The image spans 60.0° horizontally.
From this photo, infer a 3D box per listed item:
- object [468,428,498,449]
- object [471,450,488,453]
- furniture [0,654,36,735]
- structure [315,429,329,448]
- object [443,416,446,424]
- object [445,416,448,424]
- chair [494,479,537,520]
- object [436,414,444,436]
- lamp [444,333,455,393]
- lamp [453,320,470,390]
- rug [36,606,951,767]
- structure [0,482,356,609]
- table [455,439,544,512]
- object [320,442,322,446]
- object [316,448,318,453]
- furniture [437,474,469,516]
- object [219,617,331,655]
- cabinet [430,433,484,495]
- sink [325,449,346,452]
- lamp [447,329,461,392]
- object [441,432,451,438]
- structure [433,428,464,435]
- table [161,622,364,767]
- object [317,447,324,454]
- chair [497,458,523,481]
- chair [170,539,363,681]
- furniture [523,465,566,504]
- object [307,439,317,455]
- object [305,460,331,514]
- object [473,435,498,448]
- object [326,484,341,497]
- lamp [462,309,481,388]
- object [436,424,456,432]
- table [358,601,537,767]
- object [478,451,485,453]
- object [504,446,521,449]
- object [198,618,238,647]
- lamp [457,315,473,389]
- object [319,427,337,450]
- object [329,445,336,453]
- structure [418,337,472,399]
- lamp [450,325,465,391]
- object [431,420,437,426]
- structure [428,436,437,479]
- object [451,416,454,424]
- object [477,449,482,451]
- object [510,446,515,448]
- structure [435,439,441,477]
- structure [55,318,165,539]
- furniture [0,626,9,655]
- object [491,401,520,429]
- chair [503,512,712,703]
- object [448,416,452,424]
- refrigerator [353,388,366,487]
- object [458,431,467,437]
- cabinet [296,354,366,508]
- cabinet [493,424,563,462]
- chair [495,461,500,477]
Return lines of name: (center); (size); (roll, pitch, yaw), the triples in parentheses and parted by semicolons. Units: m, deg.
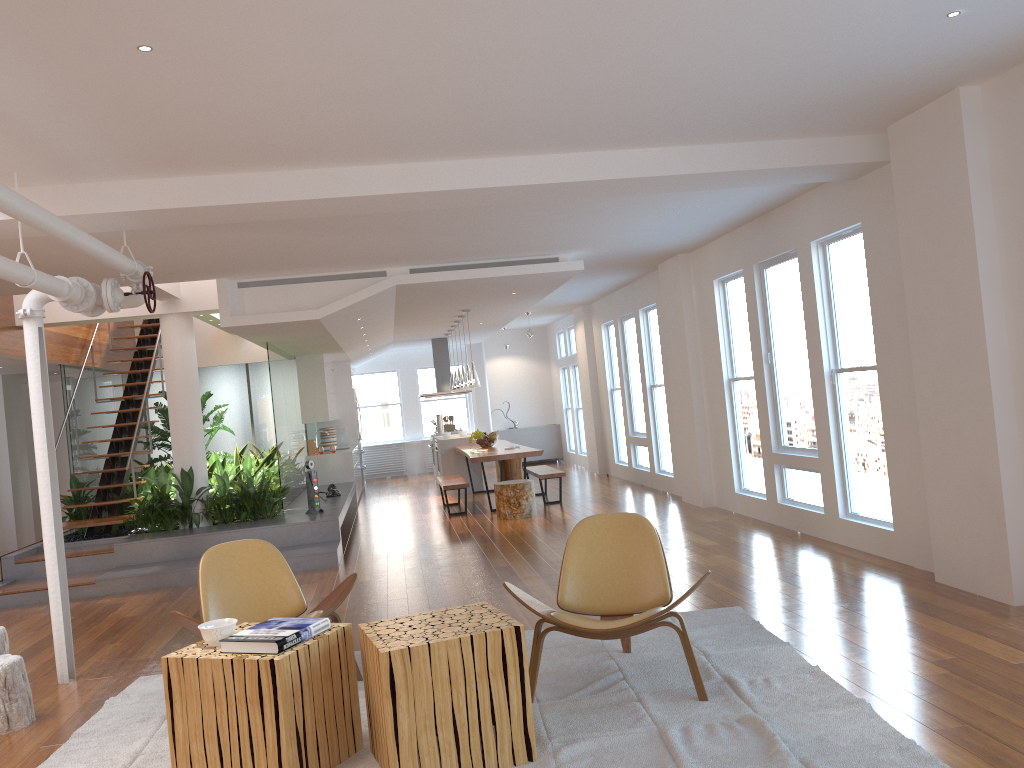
object: (-0.396, 0.757, 12.496); (0.394, 0.284, 0.292); (-5, -1, -44)
object: (-0.417, 0.872, 11.491); (0.222, 0.020, 0.222); (-6, -1, 33)
furniture: (-2.552, 1.540, 4.411); (0.294, 0.333, 0.292); (-5, -1, -38)
structure: (-3.015, 0.990, 14.131); (0.248, 0.536, 0.115); (-6, -1, -8)
object: (-1.218, 0.737, 16.193); (0.061, 0.299, 0.040); (-6, -1, -10)
object: (-1.182, 0.733, 16.178); (0.057, 0.299, 0.019); (-6, -1, -8)
chair: (0.039, 1.322, 10.176); (0.460, 0.400, 0.460); (-6, -1, 2)
object: (-1.223, 0.706, 15.271); (0.120, 0.356, 0.172); (-6, -1, 40)
lamp: (-1.019, -0.384, 14.781); (0.160, 1.060, 0.160); (-6, -1, 19)
lamp: (-0.722, -0.443, 12.633); (0.160, 1.060, 0.160); (-6, -1, 19)
rug: (-0.291, 1.440, 3.450); (3.525, 0.057, 3.478); (-6, -1, -4)
structure: (-3.494, 1.706, 10.599); (3.088, 0.386, 5.584); (-6, -1, -8)
table: (-0.434, 1.263, 13.488); (0.893, 0.704, 5.996); (-6, -1, -8)
object: (-3.122, 1.001, 15.065); (0.265, 0.196, 0.284); (-6, -1, 34)
object: (-3.036, 0.981, 13.627); (0.100, 0.170, 0.173); (-6, -1, -6)
furniture: (-0.754, 1.428, 11.415); (0.316, 0.389, 1.433); (-6, -1, -8)
object: (-0.925, 0.986, 3.484); (0.279, 0.048, 0.334); (-6, -1, 23)
cabinet: (-0.961, 1.269, 14.825); (0.597, 0.832, 2.936); (-6, -1, -8)
sink: (-2.799, 1.167, 14.127); (0.449, 0.192, 0.666); (-6, -1, -8)
lamp: (-0.920, -0.404, 14.065); (0.160, 1.060, 0.160); (-6, -1, 19)
object: (-1.024, 0.804, 13.864); (0.152, 0.082, 0.152); (-6, -1, 31)
structure: (-1.131, 0.845, 15.742); (0.520, 0.073, 0.650); (-6, -1, -8)
table: (-0.980, 1.284, 3.533); (0.548, 0.534, 0.489); (-6, -1, 22)
object: (-2.836, 0.983, 13.130); (0.094, 0.106, 0.094); (-6, -1, -2)
chair: (-0.013, 1.350, 13.415); (0.396, 0.455, 0.402); (-5, -1, -18)
chair: (-1.213, 1.212, 4.568); (0.856, 0.752, 0.867); (-6, -1, -3)
furniture: (0.421, 1.312, 11.581); (0.316, 0.389, 1.433); (-6, -1, -8)
object: (-3.018, 0.950, 13.379); (0.104, 0.222, 0.200); (-6, -1, -8)
object: (-2.030, 1.068, 9.263); (0.318, 0.565, 0.134); (-6, -1, 28)
object: (-0.363, 0.817, 12.484); (0.360, 0.159, 0.360); (-5, -1, -45)
object: (-2.230, 1.313, 10.962); (0.216, 0.155, 0.181); (-5, -1, -43)
lamp: (-0.523, -0.482, 11.201); (0.160, 1.060, 0.160); (-6, -1, 19)
object: (-1.210, 0.815, 16.182); (0.353, 0.157, 0.084); (-6, -1, -8)
table: (-0.265, 1.212, 3.484); (0.548, 0.534, 0.489); (-5, -1, -20)
object: (-0.412, 0.873, 11.356); (0.149, 0.014, 0.044); (-6, -1, -9)
object: (0.005, 0.830, 11.502); (0.222, 0.020, 0.222); (-6, -1, -16)
object: (-1.169, 0.995, 3.535); (0.152, 0.082, 0.152); (-6, -1, 43)
lamp: (-0.623, -0.462, 11.917); (0.160, 1.060, 0.160); (-6, -1, 19)
object: (-3.044, 0.905, 14.689); (0.267, 0.356, 0.266); (-6, -1, 18)
object: (-2.651, 0.964, 13.109); (0.094, 0.106, 0.094); (-6, -1, -2)
structure: (-1.257, -0.480, 15.733); (0.909, 1.405, 0.900); (-6, -1, -8)
lamp: (-0.821, -0.423, 13.349); (0.160, 1.060, 0.160); (-6, -1, 19)
object: (-1.370, 0.768, 16.169); (0.199, 0.259, 0.016); (-6, -1, 2)
structure: (-1.128, 1.273, 15.719); (0.649, 0.735, 0.890); (-6, -1, -8)
object: (-1.085, 0.724, 16.212); (0.057, 0.294, 0.030); (-6, -1, -8)
object: (-0.418, 0.866, 11.491); (0.070, 0.030, 0.079); (-5, -1, -45)
object: (0.004, 0.824, 11.502); (0.079, 0.030, 0.070); (-6, -1, 35)
structure: (-1.183, 1.216, 14.287); (0.072, 0.648, 0.644); (-6, -1, -8)
structure: (-4.002, -0.331, 11.253); (2.552, 4.265, 4.591); (-6, -1, -8)
furniture: (-2.822, 1.529, 4.731); (0.298, 0.418, 0.290); (-6, -1, 45)
object: (-0.119, 0.621, 17.593); (0.590, 0.563, 0.210); (-5, -1, -37)
chair: (0.512, 1.033, 4.087); (0.856, 0.752, 0.867); (-6, -1, 42)
object: (-1.119, 0.728, 16.190); (0.068, 0.298, 0.039); (-6, -1, -8)
refrigerator: (-3.033, 0.995, 15.893); (0.725, 1.772, 0.908); (-6, -1, -8)
object: (-0.761, 0.777, 13.776); (0.152, 0.082, 0.152); (-6, -1, 43)
cabinet: (-3.006, 0.766, 15.153); (0.676, 2.280, 4.565); (-6, -1, -8)
cabinet: (0.318, 1.226, 17.681); (1.309, 0.725, 0.420); (-6, -1, -8)
chair: (-0.113, 1.396, 15.637); (0.344, 0.430, 0.549); (-6, -1, -4)
